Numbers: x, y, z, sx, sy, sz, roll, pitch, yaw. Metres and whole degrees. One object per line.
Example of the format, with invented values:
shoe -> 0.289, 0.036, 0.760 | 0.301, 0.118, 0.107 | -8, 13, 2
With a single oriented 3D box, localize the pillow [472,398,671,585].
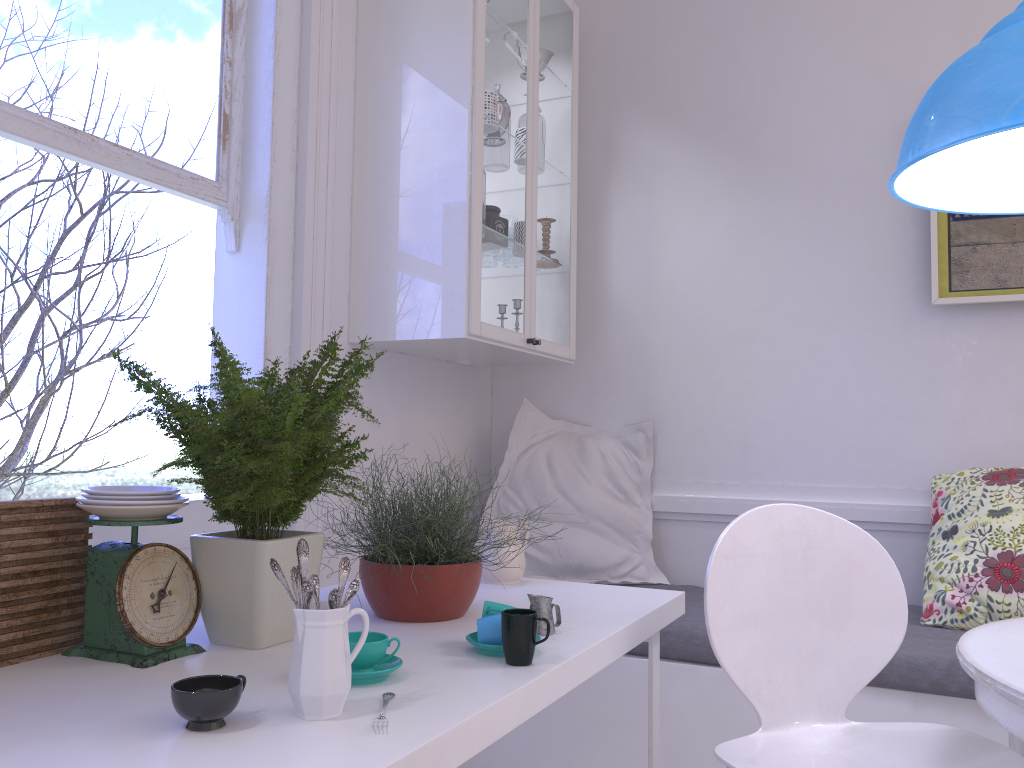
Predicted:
pillow -> 0.193, 0.369, 3.107 | 0.677, 0.642, 0.374 | 1, -4, -4

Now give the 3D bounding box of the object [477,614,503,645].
object -> -0.016, 0.389, 1.406 | 0.080, 0.058, 0.069 | 1, -4, -2

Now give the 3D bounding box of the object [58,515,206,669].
object -> -0.580, 0.312, 1.373 | 0.185, 0.208, 0.159 | -1, -4, 25

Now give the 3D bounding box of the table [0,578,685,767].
table -> -0.262, 0.737, 1.475 | 0.736, 0.619, 1.514 | -1, -4, 25

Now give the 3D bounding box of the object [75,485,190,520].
object -> -0.589, 0.185, 1.382 | 0.164, 0.047, 0.163 | 2, -4, -15

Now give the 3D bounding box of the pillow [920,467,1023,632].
pillow -> 1.441, 0.446, 2.395 | 0.592, 0.447, 0.509 | -1, -4, 30

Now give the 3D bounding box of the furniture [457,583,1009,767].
furniture -> 1.400, 0.868, 2.216 | 3.296, 0.508, 0.769 | -1, -4, 25

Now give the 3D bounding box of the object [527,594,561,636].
object -> 0.053, 0.403, 1.565 | 0.052, 0.067, 0.066 | -1, -4, 26

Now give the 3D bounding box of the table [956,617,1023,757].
table -> 1.241, 0.736, 1.195 | 1.140, 0.629, 1.140 | 4, -5, -36

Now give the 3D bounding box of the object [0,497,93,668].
object -> -0.742, 0.289, 1.279 | 0.028, 0.237, 0.294 | -1, -4, 25

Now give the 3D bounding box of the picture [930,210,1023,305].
picture -> 1.740, -0.564, 2.553 | 0.971, 0.629, 0.020 | -1, -4, 25

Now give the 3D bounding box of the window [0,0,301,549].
window -> -0.936, -0.525, 1.905 | 0.181, 1.782, 1.234 | -1, -4, 25

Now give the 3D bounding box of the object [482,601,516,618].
object -> -0.012, 0.385, 1.444 | 0.082, 0.059, 0.069 | 1, -4, 3

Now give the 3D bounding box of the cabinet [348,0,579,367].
cabinet -> -0.101, -0.750, 2.901 | 0.425, 1.311, 0.823 | -1, -4, 25

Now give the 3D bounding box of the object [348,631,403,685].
object -> -0.214, 0.384, 1.247 | 0.121, 0.055, 0.121 | 3, -4, -24

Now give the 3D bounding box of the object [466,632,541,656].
object -> -0.014, 0.416, 1.419 | 0.121, 0.021, 0.121 | 3, -4, -24

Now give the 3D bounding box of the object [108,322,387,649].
object -> -0.412, 0.159, 1.466 | 0.368, 0.527, 0.438 | -1, -4, 25

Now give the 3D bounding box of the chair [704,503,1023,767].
chair -> 0.590, 0.636, 1.450 | 0.604, 0.845, 0.483 | 2, -4, -19

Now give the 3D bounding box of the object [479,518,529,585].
object -> -0.023, 0.398, 2.135 | 0.115, 0.152, 0.127 | 0, -4, 8

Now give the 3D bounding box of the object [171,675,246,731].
object -> -0.352, 0.371, 1.027 | 0.082, 0.048, 0.079 | 2, -4, -15

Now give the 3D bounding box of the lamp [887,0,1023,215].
lamp -> 0.940, -1.321, 1.521 | 0.568, 1.948, 0.568 | 3, -4, -31

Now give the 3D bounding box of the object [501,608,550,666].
object -> 0.016, 0.382, 1.333 | 0.055, 0.077, 0.070 | 4, -5, -39

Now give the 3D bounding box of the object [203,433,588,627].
object -> -0.175, 0.280, 1.741 | 0.668, 0.367, 0.531 | 4, -5, -40
